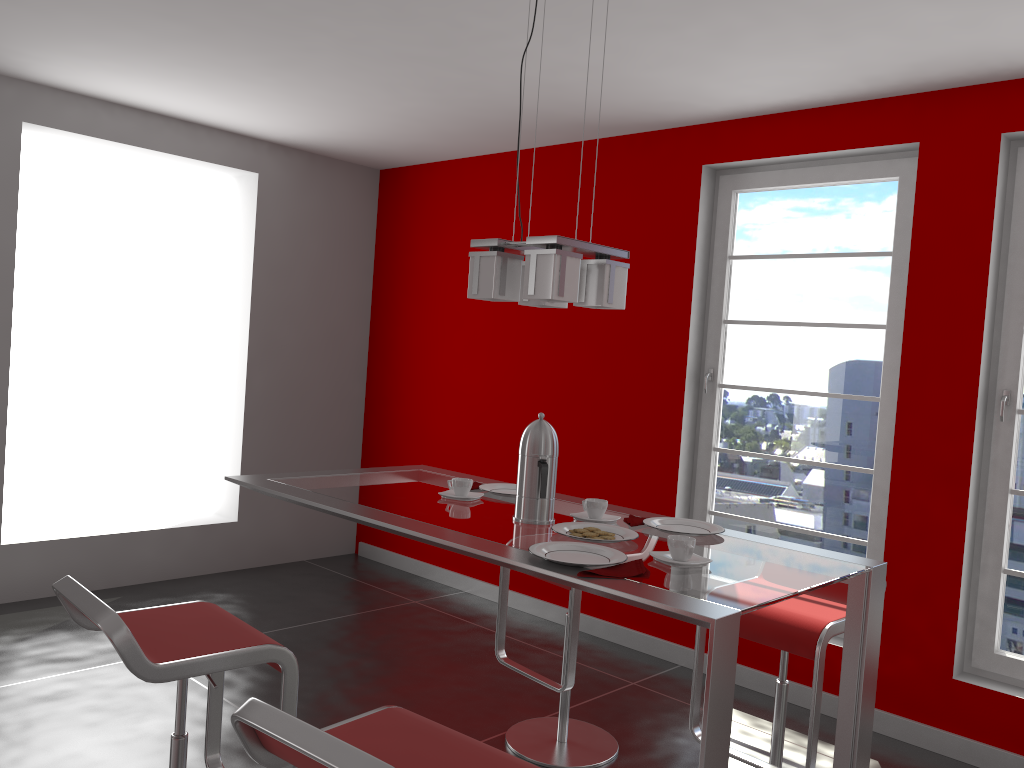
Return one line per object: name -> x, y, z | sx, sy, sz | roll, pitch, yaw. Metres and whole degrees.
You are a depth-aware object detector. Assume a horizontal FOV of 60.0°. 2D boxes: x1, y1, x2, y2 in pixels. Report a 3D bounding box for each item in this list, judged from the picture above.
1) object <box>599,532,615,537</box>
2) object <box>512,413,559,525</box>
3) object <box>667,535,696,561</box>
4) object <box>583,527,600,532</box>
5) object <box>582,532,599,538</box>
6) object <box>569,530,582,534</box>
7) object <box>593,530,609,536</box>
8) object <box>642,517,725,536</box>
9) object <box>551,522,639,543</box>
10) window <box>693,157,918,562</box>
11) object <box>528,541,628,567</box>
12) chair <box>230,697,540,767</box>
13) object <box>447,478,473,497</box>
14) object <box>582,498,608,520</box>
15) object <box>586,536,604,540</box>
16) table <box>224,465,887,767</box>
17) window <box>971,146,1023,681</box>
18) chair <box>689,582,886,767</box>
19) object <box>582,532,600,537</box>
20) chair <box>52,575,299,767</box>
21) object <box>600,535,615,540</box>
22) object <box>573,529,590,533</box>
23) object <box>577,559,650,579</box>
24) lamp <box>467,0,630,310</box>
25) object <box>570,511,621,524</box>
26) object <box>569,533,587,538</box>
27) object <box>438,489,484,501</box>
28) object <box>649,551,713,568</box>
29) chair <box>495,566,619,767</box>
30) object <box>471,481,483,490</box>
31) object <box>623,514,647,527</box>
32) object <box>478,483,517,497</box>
object -> 0.237, 0.373, 2.203 | 0.036, 0.006, 0.034 | 5, 2, 22
object -> 0.078, 0.220, 2.329 | 0.113, 0.287, 0.149 | 2, 3, -39
object -> 0.381, 0.367, 1.967 | 0.078, 0.049, 0.062 | 6, 3, 43
object -> 0.201, 0.364, 2.224 | 0.036, 0.006, 0.034 | 3, 2, -35
object -> 0.190, 0.366, 2.156 | 0.034, 0.006, 0.036 | 5, 2, 31
object -> 0.163, 0.368, 2.211 | 0.036, 0.006, 0.034 | 3, 2, -25
object -> 0.219, 0.367, 2.188 | 0.034, 0.006, 0.036 | 4, 2, -10
object -> 0.455, 0.382, 2.354 | 0.217, 0.015, 0.217 | 5, 2, 19
object -> 0.204, 0.370, 2.189 | 0.217, 0.015, 0.217 | 4, 2, -10
window -> 1.282, 0.037, 4.034 | 0.938, 2.038, 0.117 | 6, 3, 43
object -> 0.143, 0.375, 1.934 | 0.217, 0.015, 0.217 | 4, 2, -11
chair -> -0.198, 0.947, 1.499 | 0.418, 0.857, 0.460 | 6, 3, 38
object -> -0.151, 0.306, 2.626 | 0.062, 0.049, 0.078 | 3, 2, -24
object -> 0.227, 0.340, 2.415 | 0.062, 0.049, 0.078 | 4, 2, -7
object -> 0.200, 0.373, 2.141 | 0.036, 0.006, 0.034 | 6, 3, 43
table -> -0.024, 0.854, 2.439 | 1.700, 1.000, 0.800 | 6, 3, 43
window -> 2.226, 0.136, 3.146 | 0.938, 2.038, 0.117 | 6, 3, 43
chair -> 0.846, 0.977, 2.754 | 0.460, 0.857, 0.418 | 2, 3, -44
object -> 0.194, 0.371, 2.185 | 0.034, 0.006, 0.036 | 3, 2, -29
chair -> -0.802, 0.884, 2.074 | 0.460, 0.857, 0.418 | 2, 3, -42
object -> 0.232, 0.375, 2.161 | 0.036, 0.006, 0.034 | 5, 2, 27
object -> 0.173, 0.363, 2.194 | 0.034, 0.006, 0.036 | 3, 2, -23
object -> 0.239, 0.387, 1.835 | 0.095, 0.012, 0.234 | 6, 3, 43
lamp -> 0.128, -0.724, 2.345 | 0.304, 1.025, 0.304 | 6, 3, 43
object -> 0.226, 0.365, 2.408 | 0.119, 0.016, 0.119 | 6, 3, 41
object -> 0.162, 0.369, 2.166 | 0.036, 0.006, 0.034 | 6, 3, 43
object -> -0.150, 0.330, 2.620 | 0.119, 0.016, 0.119 | 5, 2, 23
object -> 0.374, 0.390, 1.973 | 0.119, 0.016, 0.119 | 3, 2, -27
chair -> 0.232, 0.913, 3.304 | 0.460, 0.857, 0.418 | 2, 3, -39
object -> -0.096, 0.327, 2.867 | 0.095, 0.012, 0.234 | 6, 3, 42
object -> 0.356, 0.373, 2.450 | 0.095, 0.012, 0.234 | 6, 3, 42
object -> 0.002, 0.335, 2.770 | 0.217, 0.015, 0.217 | 3, 2, -23
